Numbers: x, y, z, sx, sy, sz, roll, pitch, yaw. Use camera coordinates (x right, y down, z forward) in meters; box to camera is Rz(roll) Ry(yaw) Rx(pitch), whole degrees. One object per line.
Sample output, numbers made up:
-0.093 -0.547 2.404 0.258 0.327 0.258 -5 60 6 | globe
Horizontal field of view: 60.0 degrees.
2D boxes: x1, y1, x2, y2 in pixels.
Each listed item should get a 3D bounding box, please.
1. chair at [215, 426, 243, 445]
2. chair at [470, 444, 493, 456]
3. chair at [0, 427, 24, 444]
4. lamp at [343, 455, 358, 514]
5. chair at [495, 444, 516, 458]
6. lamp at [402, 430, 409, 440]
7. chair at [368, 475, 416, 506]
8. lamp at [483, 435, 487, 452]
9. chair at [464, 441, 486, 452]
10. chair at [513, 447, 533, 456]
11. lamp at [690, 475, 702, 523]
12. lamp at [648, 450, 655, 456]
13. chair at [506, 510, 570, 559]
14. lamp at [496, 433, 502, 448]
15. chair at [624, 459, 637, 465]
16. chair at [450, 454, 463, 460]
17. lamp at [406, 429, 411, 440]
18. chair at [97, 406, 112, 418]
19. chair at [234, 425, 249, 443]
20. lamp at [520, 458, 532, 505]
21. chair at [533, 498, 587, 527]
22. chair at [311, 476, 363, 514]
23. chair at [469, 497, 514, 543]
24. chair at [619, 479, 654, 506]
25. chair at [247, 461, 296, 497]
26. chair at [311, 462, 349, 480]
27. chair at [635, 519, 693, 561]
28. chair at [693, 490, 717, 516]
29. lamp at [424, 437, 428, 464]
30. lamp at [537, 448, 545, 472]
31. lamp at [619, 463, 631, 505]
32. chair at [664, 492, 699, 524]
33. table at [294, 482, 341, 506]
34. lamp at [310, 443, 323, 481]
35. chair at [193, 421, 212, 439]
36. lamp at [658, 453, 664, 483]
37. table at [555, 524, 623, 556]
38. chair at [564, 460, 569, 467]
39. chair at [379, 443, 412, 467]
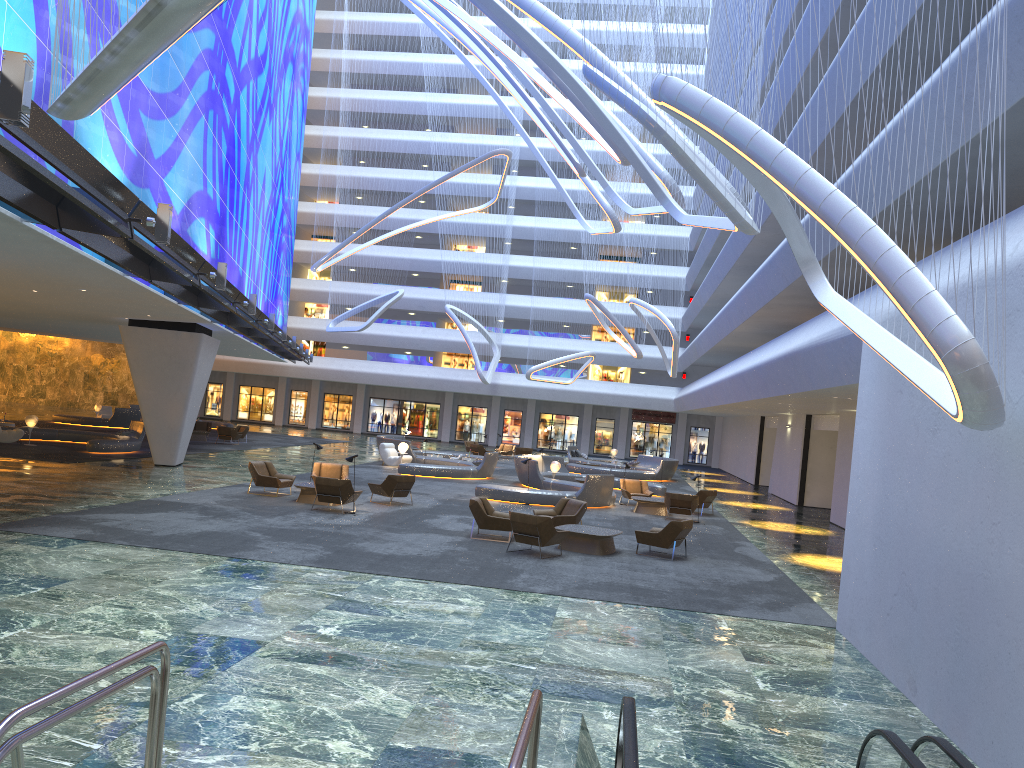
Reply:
-12.218 2.220 38.168 0.929 0.766 0.939 5 -1 5 | chair
-1.560 3.373 43.856 0.940 0.766 0.928 6 -1 -42 | chair
-16.571 1.477 28.855 1.159 0.882 0.728 6 -1 -39 | chair
-3.520 2.175 19.349 0.383 1.300 0.202 5 0 24 | lamp
-0.339 3.581 46.975 0.928 0.766 0.940 5 -1 26 | chair
-4.640 2.641 37.993 0.384 1.300 0.202 5 0 0 | lamp
-2.928 2.575 21.800 0.937 0.766 0.931 4 -1 40 | chair
-1.323 3.117 43.585 0.202 1.300 0.383 5 0 -30 | lamp
-2.018 3.416 46.642 0.931 0.766 0.937 6 -1 -39 | chair
0.562 3.611 45.232 0.930 0.766 0.938 5 -1 -14 | chair
4.942 3.094 23.965 0.383 1.300 0.202 5 0 24 | lamp
6.836 3.863 43.476 0.384 1.300 0.202 5 0 7 | lamp
0.437 2.708 16.045 0.928 0.766 0.940 5 -1 34 | chair
-0.720 3.277 47.036 0.384 1.300 0.201 5 0 -31 | lamp
6.263 4.122 44.807 0.937 0.766 0.931 4 -1 40 | chair
-2.889 3.205 37.987 1.787 0.501 0.585 6 -1 -29 | chair
-4.785 2.701 40.402 0.202 1.300 0.383 5 0 -39 | lamp
-20.947 1.590 45.728 0.730 0.882 1.155 6 -1 -39 | chair
-12.477 2.255 40.115 0.940 0.766 0.928 6 -1 -44 | chair
0.375 2.694 24.608 0.383 1.300 0.202 5 0 24 | lamp
1.042 2.852 18.932 0.940 0.766 0.928 6 -1 -31 | chair
-3.874 2.416 19.448 0.929 0.766 0.939 5 -1 13 | chair
-0.363 2.681 17.563 0.938 0.766 0.930 5 -1 9 | chair
3.797 3.361 27.319 0.930 0.766 0.938 5 -1 -9 | chair
-5.846 2.296 21.461 0.938 0.766 0.930 5 -1 16 | chair
-4.665 2.442 22.703 0.930 0.766 0.938 5 -1 -9 | chair
2.963 2.978 17.286 0.937 0.766 0.931 5 -1 32 | chair
5.534 3.493 26.416 0.937 0.766 0.931 4 -1 40 | chair
-3.211 2.612 32.728 0.202 1.300 0.384 5 0 -17 | lamp
1.049 3.007 32.831 0.383 1.300 0.202 5 0 24 | lamp
3.455 3.054 27.135 0.201 1.300 0.384 5 0 24 | lamp
4.588 3.335 24.063 0.929 0.766 0.939 5 -1 13 | chair
-4.464 2.584 20.817 1.202 0.392 1.204 5 -2 7 | table
-5.007 2.135 22.519 0.201 1.300 0.384 5 0 24 | lamp
-14.168 2.108 40.374 0.930 0.766 0.938 6 -1 -19 | chair
6.622 3.720 39.423 0.202 1.300 0.383 5 0 -33 | lamp
1.472 3.019 17.174 1.201 0.392 1.205 5 -2 25 | table
2.523 3.886 43.994 0.586 0.501 0.492 4 -1 41 | chair
-4.475 2.750 34.111 1.155 0.882 0.730 5 -1 26 | chair
